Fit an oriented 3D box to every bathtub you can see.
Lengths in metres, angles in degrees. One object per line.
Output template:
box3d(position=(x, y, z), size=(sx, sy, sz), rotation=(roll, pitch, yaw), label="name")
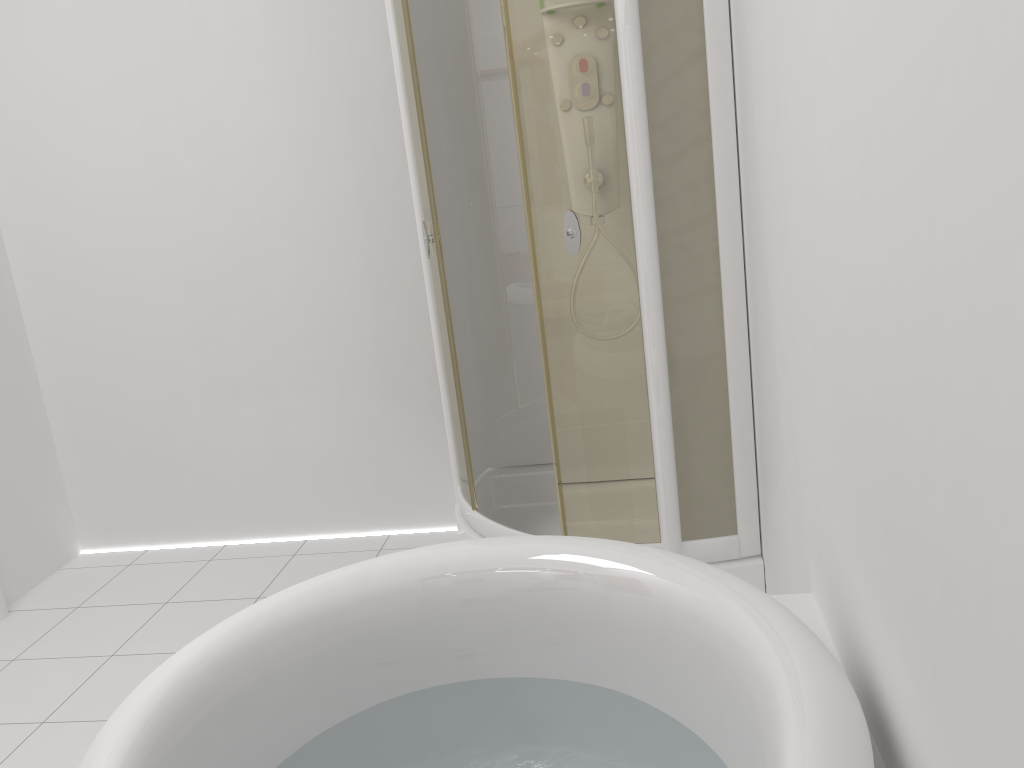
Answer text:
box3d(position=(-0.064, 0.810, 0.814), size=(1.055, 0.674, 1.863), rotation=(-5, 14, 9), label="bathtub")

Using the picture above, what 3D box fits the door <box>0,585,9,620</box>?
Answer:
box3d(position=(-1.943, 0.011, 2.437), size=(0.068, 1.885, 0.915), rotation=(-5, 14, 9), label="door")

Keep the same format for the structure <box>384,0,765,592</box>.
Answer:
box3d(position=(0.134, -0.453, 2.547), size=(0.932, 2.234, 0.933), rotation=(-5, 14, 9), label="structure")
